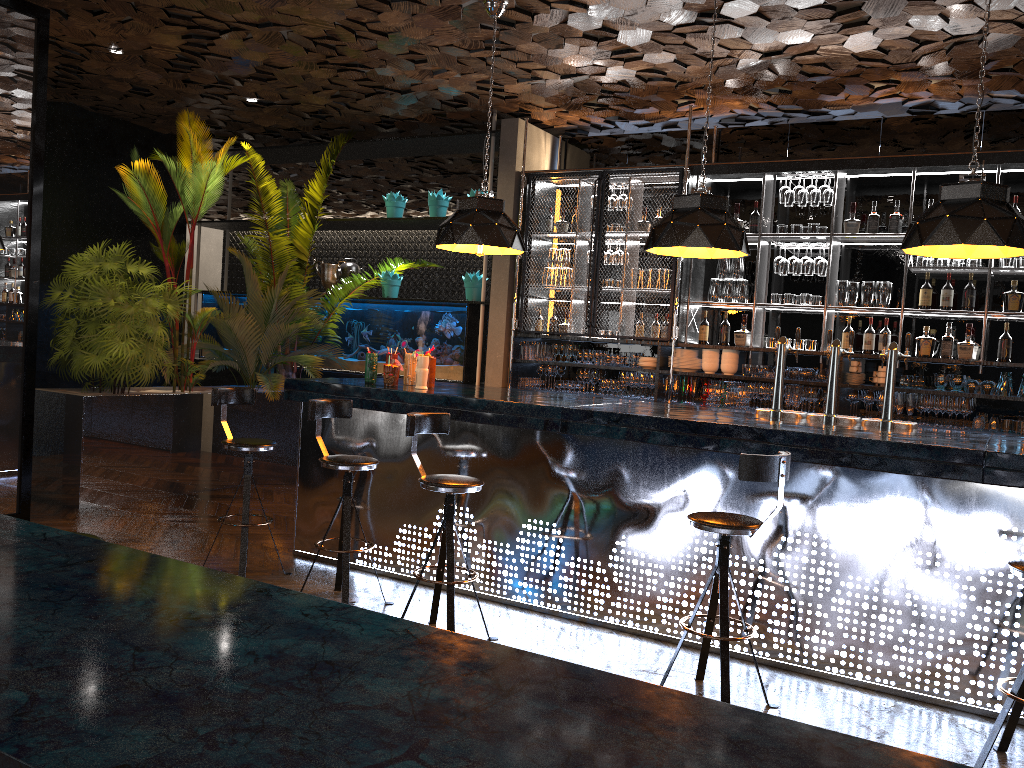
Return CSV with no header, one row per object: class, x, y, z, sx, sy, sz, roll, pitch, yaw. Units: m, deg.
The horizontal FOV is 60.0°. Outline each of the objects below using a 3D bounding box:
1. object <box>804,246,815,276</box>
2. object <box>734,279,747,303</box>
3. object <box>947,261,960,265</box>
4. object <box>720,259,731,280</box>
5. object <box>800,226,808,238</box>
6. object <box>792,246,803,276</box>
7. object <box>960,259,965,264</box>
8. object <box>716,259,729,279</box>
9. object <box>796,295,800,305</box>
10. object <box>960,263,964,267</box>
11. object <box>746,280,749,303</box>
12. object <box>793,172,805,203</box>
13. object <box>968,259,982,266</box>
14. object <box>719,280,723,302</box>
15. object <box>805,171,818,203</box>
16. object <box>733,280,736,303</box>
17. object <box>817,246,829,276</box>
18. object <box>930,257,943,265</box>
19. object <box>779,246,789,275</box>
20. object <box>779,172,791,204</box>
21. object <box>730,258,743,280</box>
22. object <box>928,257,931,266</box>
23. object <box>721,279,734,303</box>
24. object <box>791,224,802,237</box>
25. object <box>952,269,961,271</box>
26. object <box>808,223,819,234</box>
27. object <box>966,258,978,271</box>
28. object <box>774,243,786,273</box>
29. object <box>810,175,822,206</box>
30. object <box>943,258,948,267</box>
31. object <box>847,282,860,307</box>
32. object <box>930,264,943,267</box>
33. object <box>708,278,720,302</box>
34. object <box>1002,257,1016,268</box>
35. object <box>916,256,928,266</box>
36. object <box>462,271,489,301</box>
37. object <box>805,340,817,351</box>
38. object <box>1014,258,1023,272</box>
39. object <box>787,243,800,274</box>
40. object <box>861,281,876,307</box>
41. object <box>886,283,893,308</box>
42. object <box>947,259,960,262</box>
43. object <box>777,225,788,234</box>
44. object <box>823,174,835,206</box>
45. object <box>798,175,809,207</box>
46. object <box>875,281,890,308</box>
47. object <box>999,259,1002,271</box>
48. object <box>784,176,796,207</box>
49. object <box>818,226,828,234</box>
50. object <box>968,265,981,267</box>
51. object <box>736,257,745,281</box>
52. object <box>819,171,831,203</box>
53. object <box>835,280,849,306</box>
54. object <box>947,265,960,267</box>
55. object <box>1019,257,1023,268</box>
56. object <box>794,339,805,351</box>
object,2.461,-1.018,7.319,0.092,0.244,0.092,3,3,-10
object,1.940,-0.782,7.508,0.105,0.209,0.105,3,3,-15
object,3.340,-0.943,6.699,0.089,0.092,0.089,5,3,19
object,1.856,-1.006,7.695,0.105,0.209,0.105,3,3,-15
object,2.437,-1.255,7.358,0.089,0.092,0.089,6,4,40
object,2.375,-1.026,7.368,0.092,0.244,0.092,3,3,-10
object,3.432,-0.968,6.812,0.089,0.092,0.089,2,3,-35
object,1.806,-1.005,7.595,0.105,0.209,0.105,3,3,-15
object,2.396,-0.687,7.357,0.089,0.092,0.089,2,3,-29
object,3.430,-0.942,6.813,0.089,0.092,0.089,2,3,-35
object,1.984,-0.785,7.612,0.105,0.209,0.105,3,3,-15
object,2.330,-1.595,7.197,0.092,0.244,0.092,3,3,-10
object,3.451,-0.929,6.602,0.089,0.092,0.089,5,3,20
object,1.791,-0.803,7.741,0.105,0.209,0.105,3,3,-15
object,2.416,-1.587,7.149,0.092,0.244,0.092,3,3,-10
object,1.894,-0.793,7.674,0.105,0.209,0.105,3,3,-15
object,2.550,-1.010,7.268,0.092,0.244,0.092,3,3,-10
object,3.221,-0.949,6.723,0.089,0.092,0.089,3,3,-19
object,2.279,-1.035,7.422,0.092,0.244,0.092,3,3,-10
object,2.235,-1.604,7.251,0.092,0.244,0.092,3,3,-10
object,1.911,-0.996,7.546,0.105,0.209,0.105,3,3,-15
object,3.236,-0.937,6.909,0.089,0.092,0.089,4,3,1
object,1.846,-0.792,7.576,0.105,0.209,0.105,3,3,-15
object,2.334,-1.258,7.276,0.089,0.092,0.089,4,3,-2
object,3.428,-0.920,6.814,0.089,0.092,0.089,2,3,-35
object,2.433,-1.246,7.162,0.089,0.092,0.089,4,3,-2
object,3.497,-0.912,6.736,0.089,0.092,0.089,5,3,19
object,2.198,-1.033,7.279,0.092,0.244,0.092,3,3,-10
object,2.498,-1.589,7.292,0.092,0.244,0.092,3,3,-10
object,3.327,-0.948,6.844,0.089,0.092,0.089,2,3,-35
object,2.741,-0.713,7.139,0.105,0.209,0.105,3,3,-16
object,3.219,-0.929,6.724,0.089,0.092,0.089,4,3,1
object,1.743,-0.801,7.634,0.105,0.209,0.105,3,3,-15
object,3.638,-0.892,6.495,0.089,0.092,0.089,4,3,1
object,3.135,-0.937,6.778,0.089,0.092,0.089,2,3,-35
object,-0.368,-0.962,8.749,0.265,0.325,0.245,5,3,23
object,2.430,-0.311,7.213,0.089,0.092,0.089,6,4,40
object,3.789,-0.887,6.605,0.089,0.092,0.089,3,3,-21
object,2.293,-1.024,7.224,0.092,0.244,0.092,3,3,-10
object,2.808,-0.702,7.000,0.105,0.209,0.105,3,3,-16
object,2.954,-0.693,7.014,0.105,0.209,0.105,3,3,-16
object,3.342,-0.969,6.697,0.089,0.092,0.089,5,3,25
object,2.240,-1.268,7.356,0.089,0.092,0.089,4,3,-2
object,2.588,-1.581,7.241,0.092,0.244,0.092,3,3,-10
object,2.412,-1.597,7.341,0.092,0.244,0.092,3,3,-10
object,2.890,-0.693,6.926,0.105,0.209,0.105,3,3,-16
object,3.699,-0.895,6.649,0.089,0.092,0.089,3,3,-19
object,2.316,-1.606,7.395,0.092,0.244,0.092,3,3,-10
object,2.551,-1.245,7.307,0.089,0.092,0.089,4,3,-2
object,3.449,-0.909,6.603,0.089,0.092,0.089,2,3,-35
object,1.953,-0.997,7.627,0.105,0.209,0.105,3,3,-15
object,2.506,-1.579,7.097,0.092,0.244,0.092,3,3,-10
object,2.629,-0.717,7.070,0.105,0.209,0.105,3,3,-16
object,3.338,-0.920,6.700,0.089,0.092,0.089,5,3,19
object,3.739,-0.883,6.452,0.089,0.092,0.089,3,3,-7
object,2.369,-0.320,7.320,0.089,0.092,0.089,6,4,40
